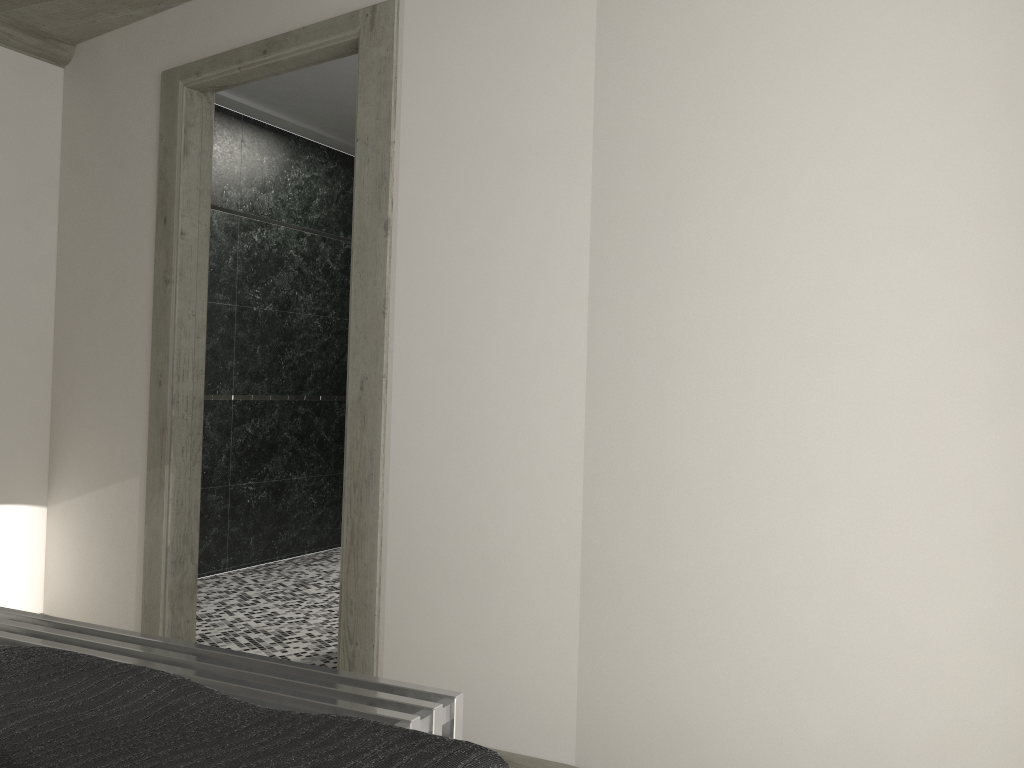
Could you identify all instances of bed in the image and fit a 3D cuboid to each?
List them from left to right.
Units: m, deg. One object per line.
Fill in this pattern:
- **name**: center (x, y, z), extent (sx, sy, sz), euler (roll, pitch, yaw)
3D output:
- **bed**: center (-1.647, 0.306, 0.133), extent (2.344, 1.623, 3.219), euler (1, 0, 27)

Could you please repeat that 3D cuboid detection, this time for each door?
- **door**: center (-0.662, -0.089, 3.855), extent (1.394, 2.515, 1.123), euler (1, -1, 36)

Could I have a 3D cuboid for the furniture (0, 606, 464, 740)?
- **furniture**: center (-1.052, 0.869, 1.819), extent (1.739, 0.560, 0.620), euler (1, -1, 24)
